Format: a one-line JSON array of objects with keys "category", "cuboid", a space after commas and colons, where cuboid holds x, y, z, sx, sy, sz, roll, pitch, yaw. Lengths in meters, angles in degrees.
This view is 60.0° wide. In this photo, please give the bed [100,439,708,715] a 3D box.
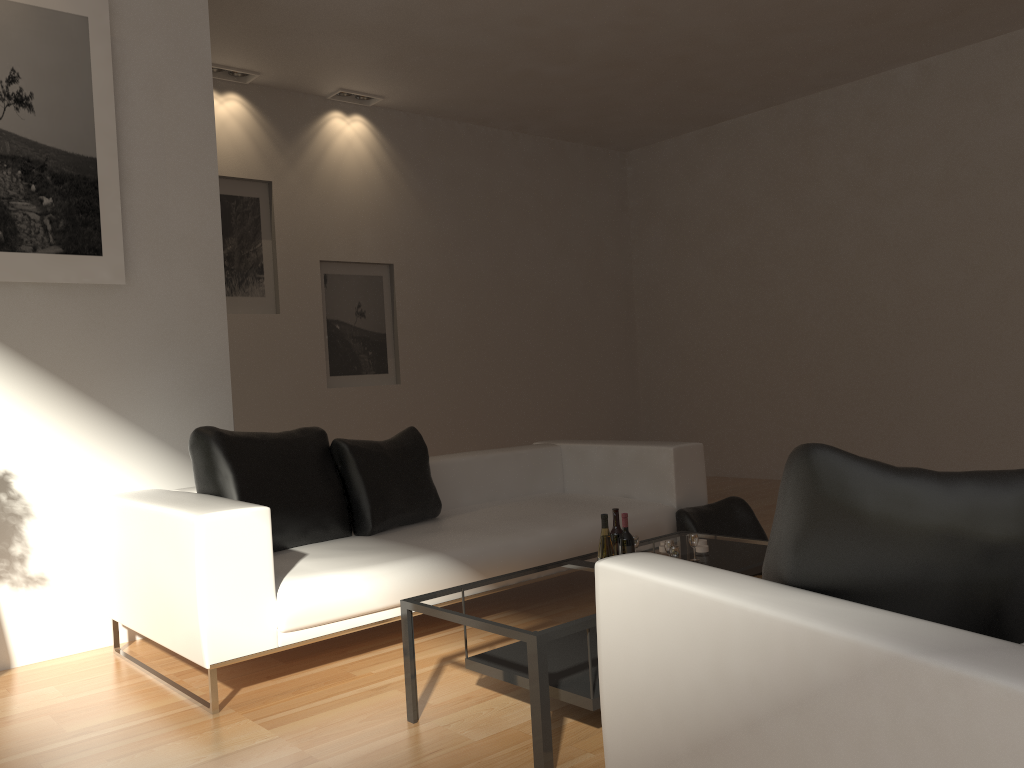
[{"category": "bed", "cuboid": [-0.363, 0.799, 4.691, 3.075, 0.761, 1.262, -4, 0, -41]}]

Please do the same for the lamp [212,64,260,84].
[{"category": "lamp", "cuboid": [-2.276, -2.549, 7.075, 0.446, 0.166, 0.243, -4, 0, -41]}]

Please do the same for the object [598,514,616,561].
[{"category": "object", "cuboid": [0.334, 0.588, 3.135, 0.068, 0.257, 0.067, -3, 0, -23]}]

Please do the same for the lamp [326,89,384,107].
[{"category": "lamp", "cuboid": [-1.390, -2.604, 7.841, 0.446, 0.166, 0.243, -4, 0, -41]}]

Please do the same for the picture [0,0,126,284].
[{"category": "picture", "cuboid": [-2.319, -1.182, 4.051, 0.979, 1.431, 0.004, -4, 0, -41]}]

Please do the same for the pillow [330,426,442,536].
[{"category": "pillow", "cuboid": [-0.653, 0.503, 4.674, 0.270, 0.524, 0.628, -3, 0, 33]}]

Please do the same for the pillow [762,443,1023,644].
[{"category": "pillow", "cuboid": [0.721, 0.400, 1.649, 0.660, 0.598, 0.291, -3, 0, 38]}]

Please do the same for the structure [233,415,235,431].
[{"category": "structure", "cuboid": [-2.971, 0.625, 5.286, 4.625, 1.403, 1.839, -4, 0, -41]}]

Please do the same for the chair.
[{"category": "chair", "cuboid": [1.202, 0.715, 1.934, 1.671, 0.761, 1.262, -3, 0, -26]}]

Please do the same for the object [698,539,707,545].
[{"category": "object", "cuboid": [0.791, 0.665, 3.716, 0.052, 0.021, 0.052, -3, 0, 27]}]

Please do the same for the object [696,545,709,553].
[{"category": "object", "cuboid": [0.770, 0.667, 3.593, 0.052, 0.021, 0.052, -3, 0, -18]}]

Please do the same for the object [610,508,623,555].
[{"category": "object", "cuboid": [0.394, 0.590, 3.318, 0.057, 0.248, 0.057, -3, 0, -23]}]

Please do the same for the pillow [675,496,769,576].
[{"category": "pillow", "cuboid": [1.186, 0.891, 5.038, 0.503, 0.457, 0.340, -3, 0, -22]}]

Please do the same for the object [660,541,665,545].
[{"category": "object", "cuboid": [0.650, 0.674, 3.731, 0.052, 0.021, 0.052, -3, 0, 27]}]

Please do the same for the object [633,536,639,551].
[{"category": "object", "cuboid": [0.485, 0.652, 3.504, 0.039, 0.101, 0.039, -3, 0, 7]}]

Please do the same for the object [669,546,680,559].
[{"category": "object", "cuboid": [0.597, 0.646, 3.248, 0.039, 0.101, 0.039, -3, 0, 1]}]

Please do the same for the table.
[{"category": "table", "cuboid": [0.445, 0.936, 3.348, 1.566, 0.460, 0.709, -4, 0, -41]}]

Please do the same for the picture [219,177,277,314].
[{"category": "picture", "cuboid": [-2.307, -1.126, 7.241, 0.802, 1.155, 0.005, -4, 0, -41]}]

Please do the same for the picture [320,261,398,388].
[{"category": "picture", "cuboid": [-1.388, -0.532, 8.005, 0.802, 1.155, 0.005, -4, 0, -41]}]

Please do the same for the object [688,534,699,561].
[{"category": "object", "cuboid": [0.712, 0.639, 3.471, 0.039, 0.101, 0.039, -3, 0, 7]}]

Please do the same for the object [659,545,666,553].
[{"category": "object", "cuboid": [0.630, 0.675, 3.638, 0.052, 0.021, 0.052, -3, 0, 27]}]

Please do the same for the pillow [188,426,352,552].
[{"category": "pillow", "cuboid": [-1.132, 0.508, 4.234, 0.346, 0.666, 0.755, -3, 0, 35]}]

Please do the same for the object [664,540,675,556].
[{"category": "object", "cuboid": [0.600, 0.646, 3.366, 0.039, 0.101, 0.039, -3, 0, 7]}]

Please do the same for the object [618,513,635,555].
[{"category": "object", "cuboid": [0.415, 0.590, 3.213, 0.059, 0.244, 0.059, -4, 0, -41]}]
